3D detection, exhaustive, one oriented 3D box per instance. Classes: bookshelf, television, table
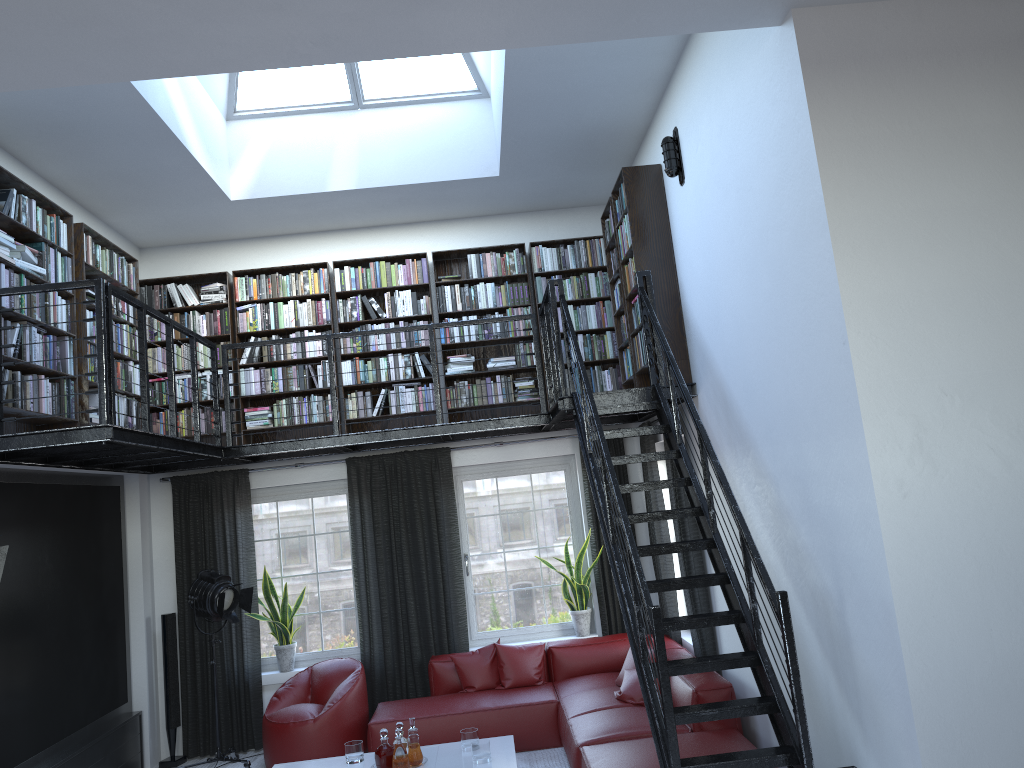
[{"bbox_3d":[-1.063,-0.518,6.670,4.476,1.625,3.071,-6,-8,-3],"label":"bookshelf"},{"bbox_3d":[-3.144,1.770,5.795,0.117,2.441,3.333,-6,-8,-3],"label":"television"},{"bbox_3d":[-0.787,2.598,5.590,1.665,0.245,1.159,-6,-7,-3],"label":"table"}]

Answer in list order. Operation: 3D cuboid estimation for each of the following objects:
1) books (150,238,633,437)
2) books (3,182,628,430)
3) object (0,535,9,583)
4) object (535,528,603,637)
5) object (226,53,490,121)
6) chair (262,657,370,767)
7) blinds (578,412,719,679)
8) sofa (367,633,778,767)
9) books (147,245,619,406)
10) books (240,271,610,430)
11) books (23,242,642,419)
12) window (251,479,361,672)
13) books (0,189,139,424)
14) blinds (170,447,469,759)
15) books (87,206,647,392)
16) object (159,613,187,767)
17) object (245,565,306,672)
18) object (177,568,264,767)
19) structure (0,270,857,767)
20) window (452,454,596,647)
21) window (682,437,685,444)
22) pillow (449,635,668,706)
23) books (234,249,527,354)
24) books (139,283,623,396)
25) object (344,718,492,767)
[{"bbox_3d":[-1.122,-0.481,7.550,4.436,1.437,1.278,-6,-8,-1],"label":"books"},{"bbox_3d":[-1.051,-0.639,6.280,4.378,1.417,2.192,-6,-8,-3],"label":"books"},{"bbox_3d":[-2.339,1.304,3.563,0.608,1.588,0.544,-14,-12,41],"label":"object"},{"bbox_3d":[0.528,1.746,7.743,0.553,0.945,0.522,-4,-9,-14],"label":"object"},{"bbox_3d":[-1.303,-2.698,6.967,2.222,0.637,1.178,-6,-8,-3],"label":"object"},{"bbox_3d":[-1.572,2.640,7.103,0.830,0.715,0.826,1,-11,-41],"label":"chair"},{"bbox_3d":[1.245,1.466,7.174,0.528,2.394,1.738,-3,-9,-20],"label":"blinds"},{"bbox_3d":[0.175,2.357,6.063,2.542,0.659,3.261,-6,-7,-3],"label":"sofa"},{"bbox_3d":[-1.121,-0.416,8.031,4.437,1.420,0.225,-6,-9,-3],"label":"books"},{"bbox_3d":[-0.734,-0.304,8.037,3.392,1.129,0.239,-6,-9,-3],"label":"books"},{"bbox_3d":[-1.057,-0.468,6.556,4.336,1.146,1.589,-6,-8,-4],"label":"books"},{"bbox_3d":[-1.907,1.708,7.952,1.167,1.615,0.132,-6,-9,-3],"label":"window"},{"bbox_3d":[-3.131,-0.436,6.154,0.315,1.431,2.194,-6,-8,-2],"label":"books"},{"bbox_3d":[-1.670,1.858,7.720,2.509,2.400,0.124,-6,-9,-3],"label":"blinds"},{"bbox_3d":[-1.052,-0.572,6.811,4.384,1.413,1.163,-6,-8,-3],"label":"books"},{"bbox_3d":[-2.883,2.565,7.463,0.157,1.228,0.157,-8,-9,13],"label":"object"},{"bbox_3d":[-2.123,2.025,7.635,0.553,0.945,0.523,-7,-9,8],"label":"object"},{"bbox_3d":[-1.315,2.206,7.427,2.907,1.588,0.748,-4,-9,-19],"label":"object"},{"bbox_3d":[-0.864,1.028,5.649,4.489,3.373,4.588,-6,-8,-3],"label":"structure"},{"bbox_3d":[0.086,1.501,8.050,1.167,1.615,0.132,-6,-9,-3],"label":"window"},{"bbox_3d":[1.476,1.227,7.083,0.133,1.614,1.160,-6,-9,-3],"label":"window"},{"bbox_3d":[0.538,2.199,7.034,1.948,0.404,0.982,-12,-9,39],"label":"pillow"},{"bbox_3d":[-1.156,-0.697,8.085,2.637,0.832,0.212,-6,-9,-3],"label":"books"},{"bbox_3d":[-1.120,-0.406,8.025,4.442,1.405,0.240,-6,-9,-2],"label":"books"},{"bbox_3d":[-0.644,2.341,5.831,1.008,0.296,0.509,-6,-8,1],"label":"object"}]
